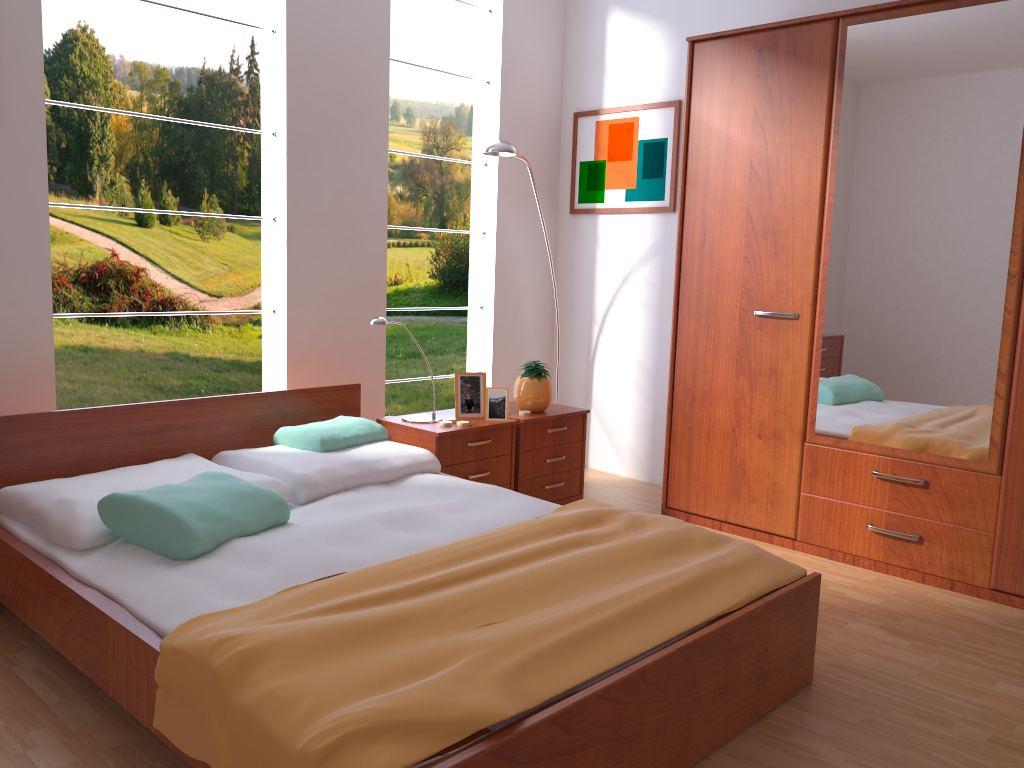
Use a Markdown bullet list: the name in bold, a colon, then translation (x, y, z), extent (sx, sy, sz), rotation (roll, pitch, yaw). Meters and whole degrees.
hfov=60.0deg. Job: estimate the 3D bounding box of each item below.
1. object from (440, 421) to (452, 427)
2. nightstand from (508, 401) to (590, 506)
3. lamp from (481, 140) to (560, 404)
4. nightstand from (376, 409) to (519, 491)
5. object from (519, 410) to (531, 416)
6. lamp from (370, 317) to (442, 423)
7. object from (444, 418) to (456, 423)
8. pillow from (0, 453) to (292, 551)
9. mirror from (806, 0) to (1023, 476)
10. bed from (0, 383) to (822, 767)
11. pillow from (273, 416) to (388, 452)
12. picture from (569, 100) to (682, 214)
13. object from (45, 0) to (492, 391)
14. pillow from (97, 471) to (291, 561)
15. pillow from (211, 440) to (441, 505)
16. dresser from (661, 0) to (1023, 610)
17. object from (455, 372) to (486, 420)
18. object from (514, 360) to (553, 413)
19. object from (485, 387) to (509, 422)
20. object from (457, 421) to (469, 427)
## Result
- **object**: translation (-0.259, 0.157, 3.470), extent (0.049, 0.018, 0.049), rotation (6, 9, 30)
- **nightstand**: translation (0.055, 0.329, 3.963), extent (0.377, 0.442, 0.439), rotation (9, 11, 43)
- **lamp**: translation (0.118, -0.297, 4.238), extent (0.387, 1.603, 0.799), rotation (4, 8, 16)
- **nightstand**: translation (-0.266, 0.364, 3.628), extent (0.377, 0.442, 0.439), rotation (9, 11, 43)
- **object**: translation (0.055, 0.126, 3.777), extent (0.049, 0.018, 0.049), rotation (6, 9, 30)
- **lamp**: translation (-0.401, -0.055, 3.476), extent (0.163, 0.421, 0.337), rotation (7, 9, 31)
- **object**: translation (-0.247, 0.147, 3.544), extent (0.049, 0.018, 0.049), rotation (6, 9, 30)
- **pillow**: translation (-1.107, 0.347, 2.656), extent (0.574, 0.157, 0.682), rotation (8, 10, 37)
- **mirror**: translation (1.392, -0.504, 3.047), extent (0.681, 1.556, 0.037), rotation (9, 11, 43)
- **bed**: translation (-0.360, 0.437, 2.513), extent (1.990, 0.560, 1.632), rotation (9, 11, 43)
- **pillow**: translation (-0.661, 0.193, 3.240), extent (0.276, 0.116, 0.322), rotation (8, 10, 40)
- **picture**: translation (0.552, -1.110, 4.408), extent (0.645, 0.517, 0.030), rotation (9, 11, 43)
- **object**: translation (-0.827, -0.861, 3.727), extent (0.033, 1.815, 2.205), rotation (9, 11, 43)
- **pillow**: translation (-0.853, 0.347, 2.415), extent (0.334, 0.164, 0.425), rotation (5, 8, 20)
- **pillow**: translation (-0.651, 0.293, 3.161), extent (0.574, 0.182, 0.630), rotation (9, 10, 41)
- **dresser**: translation (1.560, -0.305, 3.192), extent (2.017, 2.004, 0.487), rotation (9, 11, 43)
- **object**: translation (-0.169, 0.049, 3.631), extent (0.131, 0.191, 0.037), rotation (0, 8, -16)
- **object**: translation (0.093, 0.010, 3.870), extent (0.170, 0.223, 0.169), rotation (5, 8, 23)
- **object**: translation (-0.060, 0.083, 3.598), extent (0.094, 0.137, 0.027), rotation (2, 8, -2)
- **object**: translation (-0.193, 0.157, 3.482), extent (0.049, 0.018, 0.049), rotation (6, 9, 30)
